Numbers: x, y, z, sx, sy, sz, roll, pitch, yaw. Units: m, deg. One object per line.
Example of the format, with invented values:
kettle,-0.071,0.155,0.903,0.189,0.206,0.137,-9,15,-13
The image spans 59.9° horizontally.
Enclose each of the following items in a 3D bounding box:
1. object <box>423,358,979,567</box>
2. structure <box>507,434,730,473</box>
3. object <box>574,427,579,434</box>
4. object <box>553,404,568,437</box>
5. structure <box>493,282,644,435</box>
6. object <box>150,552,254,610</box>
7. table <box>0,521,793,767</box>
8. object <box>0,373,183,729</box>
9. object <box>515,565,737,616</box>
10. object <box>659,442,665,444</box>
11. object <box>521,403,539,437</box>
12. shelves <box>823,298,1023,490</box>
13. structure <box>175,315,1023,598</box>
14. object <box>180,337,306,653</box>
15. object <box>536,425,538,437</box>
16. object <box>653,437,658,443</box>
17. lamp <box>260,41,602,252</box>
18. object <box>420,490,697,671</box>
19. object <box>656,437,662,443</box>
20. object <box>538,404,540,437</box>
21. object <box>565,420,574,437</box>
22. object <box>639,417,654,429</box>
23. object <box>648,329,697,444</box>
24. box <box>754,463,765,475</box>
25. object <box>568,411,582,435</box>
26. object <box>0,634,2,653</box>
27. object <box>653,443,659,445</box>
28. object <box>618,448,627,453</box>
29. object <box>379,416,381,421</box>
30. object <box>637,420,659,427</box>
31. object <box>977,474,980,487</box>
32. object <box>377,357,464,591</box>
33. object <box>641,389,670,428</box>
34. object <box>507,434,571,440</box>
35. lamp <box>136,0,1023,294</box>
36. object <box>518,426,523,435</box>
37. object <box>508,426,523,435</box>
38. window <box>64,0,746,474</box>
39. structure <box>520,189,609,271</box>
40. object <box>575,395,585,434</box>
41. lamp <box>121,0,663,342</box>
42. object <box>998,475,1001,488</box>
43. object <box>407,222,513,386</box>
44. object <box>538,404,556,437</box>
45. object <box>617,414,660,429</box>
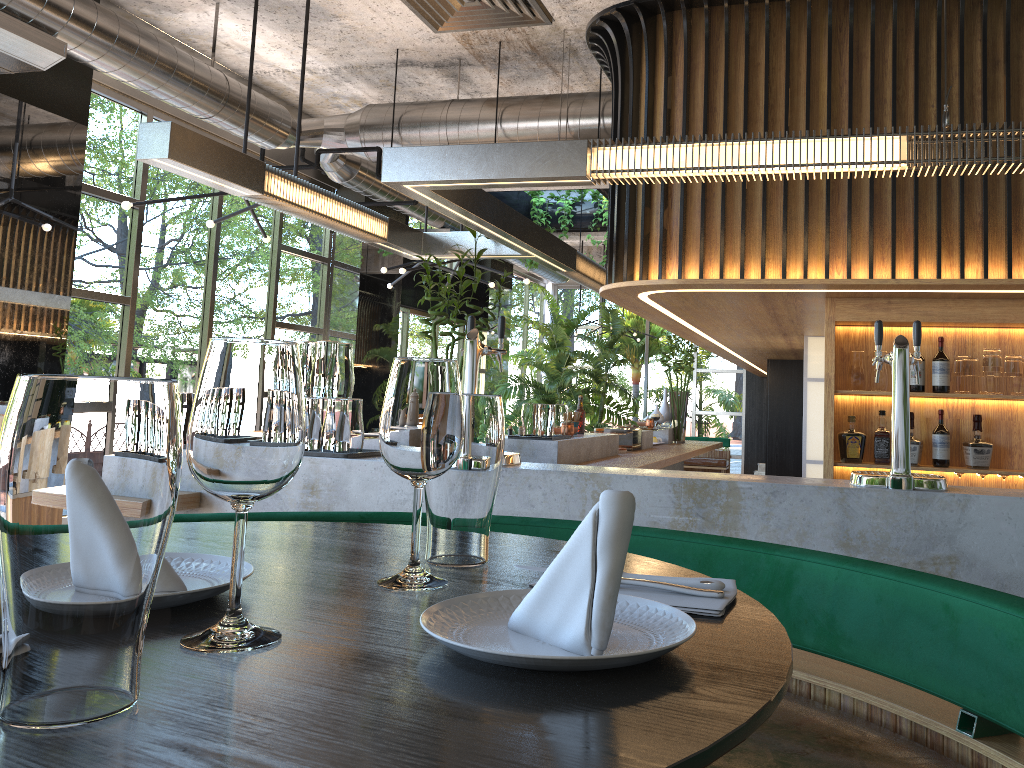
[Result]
object,1.146,0.044,2.849,0.101,0.505,4.309,-1,-3,35
structure,0.051,0.792,7.472,5.884,1.557,20.514,2,-1,19
object,0.344,0.309,5.970,0.186,0.073,0.234,1,-2,38
object,0.294,0.232,5.490,0.109,0.210,0.101,5,-5,-28
structure,0.934,0.054,14.421,2.424,3.458,2.663,2,-4,3
object,-0.375,0.142,0.876,0.222,0.140,0.242,0,-3,40
table,-0.307,0.585,0.828,1.096,0.755,1.098,2,-3,3
object,-0.273,0.100,0.569,0.110,0.210,0.100,6,-6,-37
object,0.115,0.216,0.968,0.249,0.019,0.161,2,-1,17
object,1.343,0.568,8.588,0.239,0.017,0.248,2,-1,16
object,0.108,0.222,5.291,0.109,0.210,0.101,5,-5,-28
shelves,2.191,0.565,4.620,1.084,2.070,0.285,1,-6,15
structure,2.009,0.745,6.015,5.702,1.739,7.268,2,-1,18
object,-0.222,0.086,0.735,0.094,0.246,0.090,4,-5,-11
object,0.183,0.228,5.513,0.109,0.210,0.101,5,-5,-28
object,1.345,0.541,8.578,0.132,0.068,0.136,2,-2,18
lamp,0.982,-2.016,12.330,3.702,1.539,10.219,2,-1,17
object,0.042,0.155,0.758,0.229,0.140,0.235,2,-2,11
object,1.398,0.548,8.649,0.139,0.057,0.068,1,-3,35
object,0.201,0.227,5.381,0.110,0.210,0.100,6,-6,-38
object,0.331,0.288,5.756,0.159,0.107,0.086,3,-4,-27
object,1.278,0.369,8.420,0.159,0.107,0.086,3,-4,-27
object,1.670,-0.180,9.004,0.609,1.559,0.642,6,-6,-34
box,4.526,1.656,16.037,0.328,0.445,0.281,2,-4,6
object,0.425,0.272,6.223,0.107,0.162,0.103,6,-5,-38
object,-0.476,0.189,0.626,0.249,0.019,0.161,2,-1,17
object,1.250,0.560,8.338,0.238,0.017,0.249,2,-1,18
object,0.743,0.511,6.890,0.312,0.037,0.284,3,-1,-44
object,-0.749,0.237,5.425,0.096,0.120,0.089,0,-4,26
object,1.346,0.394,8.789,0.186,0.073,0.234,1,-2,38
object,2.431,0.579,4.619,0.094,0.246,0.090,4,-5,-11
object,-0.102,0.094,0.978,0.096,0.246,0.088,8,-7,-44
object,1.499,0.243,9.021,0.327,0.400,0.307,4,-4,-24
object,0.172,0.321,5.382,0.266,0.019,0.446,2,-1,18
lamp,1.815,-1.780,6.509,4.887,2.144,6.836,2,-1,12
object,0.052,0.377,5.708,0.072,0.211,0.068,4,-5,-15
object,0.019,0.372,5.641,0.067,0.216,0.170,-2,-6,43
window,-0.887,-1.721,7.997,4.040,6.529,20.765,1,-2,20
structure,1.152,-2.398,13.099,1.473,1.526,2.068,6,-4,-43
object,0.489,0.220,6.389,0.078,0.278,0.071,7,-7,-36
lamp,0.451,-1.952,7.923,4.963,1.833,19.279,2,-1,19
object,2.524,0.582,4.594,0.094,0.246,0.090,4,-5,-11
object,-0.331,-0.319,5.219,0.652,1.559,0.599,0,-6,23
object,0.205,0.225,5.253,0.109,0.210,0.101,5,-5,-28
object,1.157,0.346,8.184,0.204,0.135,0.825,1,-1,25
